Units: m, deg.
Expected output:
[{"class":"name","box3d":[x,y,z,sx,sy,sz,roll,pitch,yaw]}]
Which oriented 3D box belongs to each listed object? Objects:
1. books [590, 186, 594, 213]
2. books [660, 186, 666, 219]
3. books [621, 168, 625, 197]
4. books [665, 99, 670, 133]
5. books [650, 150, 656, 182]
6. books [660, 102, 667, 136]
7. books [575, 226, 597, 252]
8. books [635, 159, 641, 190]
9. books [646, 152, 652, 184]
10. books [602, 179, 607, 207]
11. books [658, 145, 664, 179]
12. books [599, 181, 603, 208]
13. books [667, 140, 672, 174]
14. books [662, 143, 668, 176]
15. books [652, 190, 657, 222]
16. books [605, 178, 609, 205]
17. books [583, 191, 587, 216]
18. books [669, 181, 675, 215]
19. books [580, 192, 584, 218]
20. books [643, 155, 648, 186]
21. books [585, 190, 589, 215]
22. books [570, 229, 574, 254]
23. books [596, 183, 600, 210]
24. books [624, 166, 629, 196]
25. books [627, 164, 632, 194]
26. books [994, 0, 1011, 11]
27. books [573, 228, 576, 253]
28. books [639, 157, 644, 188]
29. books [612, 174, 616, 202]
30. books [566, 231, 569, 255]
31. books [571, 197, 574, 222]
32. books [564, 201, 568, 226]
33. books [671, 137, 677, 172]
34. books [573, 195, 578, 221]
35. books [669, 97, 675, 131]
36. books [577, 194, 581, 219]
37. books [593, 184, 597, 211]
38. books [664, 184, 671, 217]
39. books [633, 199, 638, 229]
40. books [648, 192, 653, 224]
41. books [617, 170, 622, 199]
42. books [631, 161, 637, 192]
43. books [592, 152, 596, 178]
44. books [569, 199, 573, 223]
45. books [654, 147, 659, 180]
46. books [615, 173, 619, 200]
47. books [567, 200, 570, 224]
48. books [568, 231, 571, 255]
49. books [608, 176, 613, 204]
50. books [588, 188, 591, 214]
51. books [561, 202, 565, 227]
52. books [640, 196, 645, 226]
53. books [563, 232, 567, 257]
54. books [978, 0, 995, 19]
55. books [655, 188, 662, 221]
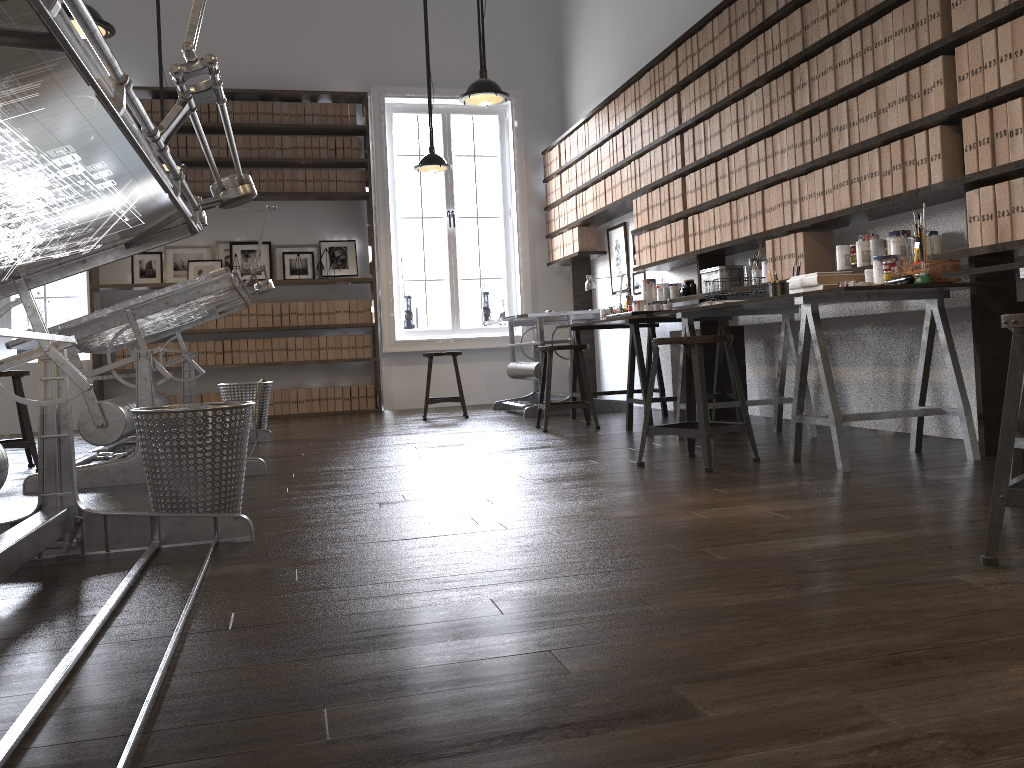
[{"class":"books","box3d":[0.749,-1.534,7.385,0.174,0.226,0.066,-3,-1,-14]},{"class":"books","box3d":[1.108,-1.233,6.034,0.174,0.226,0.066,-3,-1,-14]},{"class":"books","box3d":[0.924,-1.518,6.710,0.174,0.226,0.066,-3,-1,-14]},{"class":"books","box3d":[1.117,-1.774,5.895,0.174,0.226,0.066,-3,-1,-14]},{"class":"books","box3d":[1.061,-1.512,6.159,0.174,0.226,0.066,-3,-1,-14]},{"class":"books","box3d":[1.097,-1.775,5.958,0.174,0.226,0.067,-3,-1,-14]},{"class":"books","box3d":[0.656,-1.274,7.822,0.174,0.226,0.066,-3,-1,-14]},{"class":"books","box3d":[0.992,-1.519,6.433,0.174,0.226,0.066,-3,-1,-14]},{"class":"books","box3d":[1.041,-1.514,6.229,0.174,0.226,0.067,-3,-1,-14]},{"class":"books","box3d":[0.817,-1.527,7.118,0.174,0.226,0.067,-3,-1,-14]},{"class":"books","box3d":[1.090,-1.509,6.033,0.174,0.226,0.067,-3,-1,-14]},{"class":"books","box3d":[0.805,-1.529,7.192,0.174,0.226,0.066,-3,-1,-14]},{"class":"books","box3d":[1.129,-1.507,5.900,0.174,0.226,0.066,-3,-1,-14]},{"class":"books","box3d":[1.112,-1.508,5.969,0.174,0.226,0.066,-3,-1,-14]},{"class":"books","box3d":[1.073,-1.236,6.172,0.174,0.226,0.066,-3,-1,-14]},{"class":"books","box3d":[0.841,-1.526,7.047,0.174,0.226,0.066,-3,-1,-14]},{"class":"books","box3d":[0.702,-1.539,7.592,0.174,0.226,0.066,-3,-1,-14]},{"class":"books","box3d":[1.145,-1.229,5.890,0.174,0.226,0.066,-3,-1,-14]},{"class":"books","box3d":[0.681,-1.540,7.659,0.174,0.226,0.067,-3,-1,-14]},{"class":"books","box3d":[1.028,-1.516,6.298,0.174,0.226,0.066,-3,-1,-14]},{"class":"books","box3d":[0.721,-1.537,7.525,0.174,0.226,0.066,-3,-1,-14]},{"class":"books","box3d":[0.617,-1.277,7.956,0.174,0.226,0.067,-3,-1,-14]},{"class":"books","box3d":[0.786,-1.531,7.255,0.174,0.226,0.066,-3,-1,-14]},{"class":"books","box3d":[0.938,-1.517,6.649,0.174,0.226,0.066,-3,-1,-14]},{"class":"books","box3d":[0.954,-1.515,6.578,0.174,0.226,0.067,-3,-1,-14]},{"class":"books","box3d":[1.816,-1.443,3.165,0.174,0.226,0.066,-3,-1,-14]},{"class":"books","box3d":[0.641,-1.276,7.890,0.174,0.226,0.066,-3,-1,-14]},{"class":"books","box3d":[1.013,-1.517,6.366,0.174,0.226,0.066,-3,-1,-14]},{"class":"books","box3d":[0.875,-1.523,6.909,0.174,0.226,0.066,-3,-1,-14]},{"class":"books","box3d":[0.588,-1.280,8.083,0.174,0.226,0.066,-3,-1,-14]},{"class":"books","box3d":[0.627,-1.552,7.887,0.174,0.226,0.066,-3,-1,-14]},{"class":"books","box3d":[0.573,-1.557,8.094,0.174,0.226,0.066,-3,-1,-14]},{"class":"books","box3d":[1.143,-1.505,5.830,0.174,0.226,0.066,-3,-1,-14]},{"class":"books","box3d":[0.638,-1.551,7.825,0.174,0.226,0.067,-3,-1,-14]},{"class":"books","box3d":[1.131,-1.773,5.833,0.174,0.226,0.066,-3,-1,-14]},{"class":"books","box3d":[0.663,-1.542,7.739,0.174,0.226,0.066,-3,-1,-14]},{"class":"books","box3d":[0.767,-1.532,7.315,0.174,0.226,0.067,-3,-1,-14]},{"class":"books","box3d":[1.121,-1.231,5.960,0.174,0.226,0.067,-3,-1,-14]},{"class":"books","box3d":[0.985,-1.243,6.501,0.174,0.226,0.067,-3,-1,-14]},{"class":"books","box3d":[1.056,-1.238,6.241,0.174,0.226,0.066,-3,-1,-14]},{"class":"books","box3d":[0.903,-1.519,6.774,0.174,0.226,0.067,-3,-1,-14]},{"class":"books","box3d":[0.971,-1.520,6.502,0.174,0.226,0.066,-3,-1,-14]},{"class":"books","box3d":[0.756,-1.807,7.323,0.174,0.226,0.066,-3,-1,-14]},{"class":"books","box3d":[0.609,-1.554,7.960,0.174,0.226,0.066,-3,-1,-14]},{"class":"books","box3d":[1.078,-1.511,6.098,0.174,0.226,0.066,-3,-1,-14]},{"class":"books","box3d":[0.892,-1.521,6.841,0.174,0.226,0.066,-3,-1,-14]},{"class":"books","box3d":[0.594,-1.556,8.028,0.174,0.226,0.066,-3,-1,-14]},{"class":"books","box3d":[0.605,-1.279,8.022,0.174,0.226,0.066,-3,-1,-14]},{"class":"books","box3d":[0.854,-1.524,6.977,0.174,0.226,0.066,-3,-1,-14]},{"class":"books","box3d":[0.735,-1.535,7.456,0.174,0.226,0.066,-3,-1,-14]},{"class":"books","box3d":[0.552,-1.558,8.164,0.174,0.226,0.066,-3,-1,-14]},{"class":"books","box3d":[1.022,-1.241,6.370,0.174,0.226,0.066,-3,-1,-14]},{"class":"books","box3d":[0.569,-1.281,8.152,0.174,0.226,0.067,-3,-1,-14]},{"class":"books","box3d":[1.795,-1.444,3.234,0.174,0.226,0.066,-3,-1,-14]},{"class":"books","box3d":[1.086,-1.234,6.102,0.174,0.226,0.066,-3,-1,-14]}]
